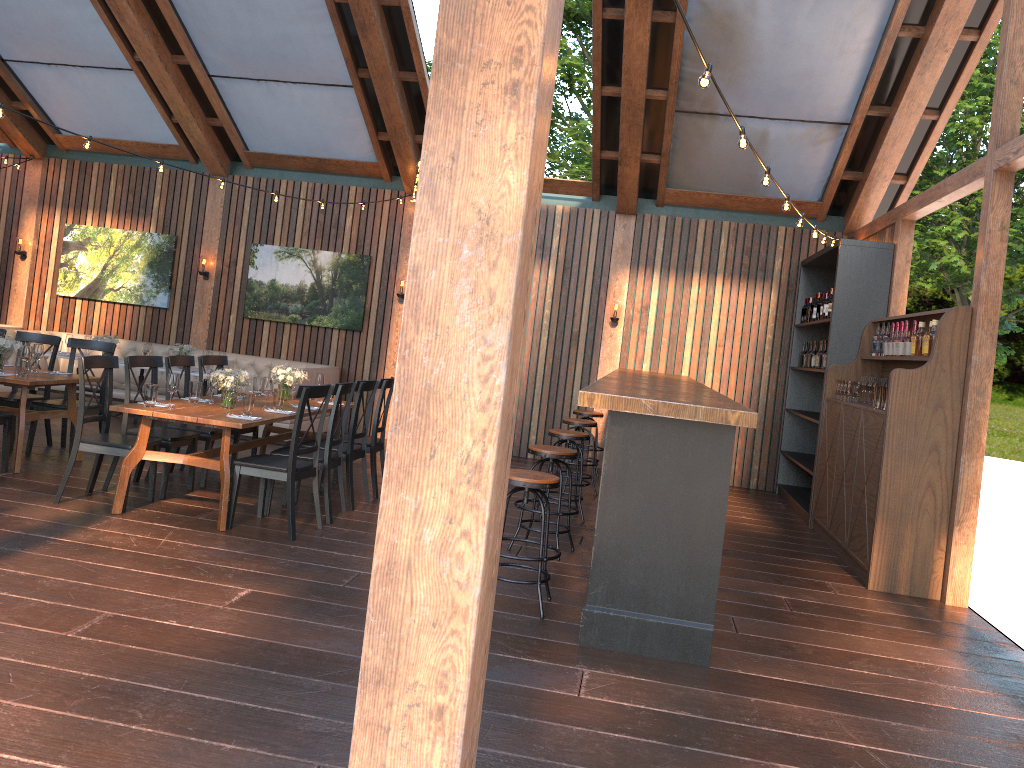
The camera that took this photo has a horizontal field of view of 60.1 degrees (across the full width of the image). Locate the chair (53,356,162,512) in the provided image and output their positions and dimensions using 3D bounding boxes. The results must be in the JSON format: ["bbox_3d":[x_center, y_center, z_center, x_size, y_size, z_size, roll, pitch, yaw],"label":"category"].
[{"bbox_3d":[-2.820,0.332,6.293,0.540,1.021,0.477,7,0,3],"label":"chair"}]

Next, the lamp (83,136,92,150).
[{"bbox_3d":[-3.453,-1.965,7.197,0.056,0.120,0.057,7,0,2],"label":"lamp"}]

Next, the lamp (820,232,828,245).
[{"bbox_3d":[2.800,-1.309,7.942,0.061,0.119,0.056,7,0,8],"label":"lamp"}]

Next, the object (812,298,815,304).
[{"bbox_3d":[3.488,-0.847,10.267,0.078,0.312,0.078,7,-1,4],"label":"object"}]

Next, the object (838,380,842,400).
[{"bbox_3d":[3.062,0.055,8.218,0.070,0.185,0.069,7,0,13],"label":"object"}]

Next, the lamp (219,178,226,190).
[{"bbox_3d":[-2.808,-1.943,8.576,0.059,0.119,0.056,7,0,-12],"label":"lamp"}]

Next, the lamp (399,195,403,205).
[{"bbox_3d":[-1.412,-2.341,11.269,0.065,0.118,0.056,7,0,-32],"label":"lamp"}]

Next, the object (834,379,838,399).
[{"bbox_3d":[3.095,0.049,8.398,0.070,0.185,0.069,7,0,13],"label":"object"}]

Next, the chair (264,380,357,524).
[{"bbox_3d":[-1.499,0.468,6.656,0.540,1.021,0.477,7,0,3],"label":"chair"}]

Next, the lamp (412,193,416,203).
[{"bbox_3d":[-1.127,-2.161,10.257,0.056,0.119,0.061,7,0,24],"label":"lamp"}]

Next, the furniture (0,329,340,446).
[{"bbox_3d":[-4.370,-0.017,11.011,4.161,0.860,1.709,7,2,9],"label":"furniture"}]

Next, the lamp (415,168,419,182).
[{"bbox_3d":[-0.849,-1.887,8.003,0.056,0.120,0.056,7,0,-36],"label":"lamp"}]

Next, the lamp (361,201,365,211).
[{"bbox_3d":[-1.780,-2.140,10.617,0.066,0.118,0.056,7,0,38],"label":"lamp"}]

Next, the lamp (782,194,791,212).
[{"bbox_3d":[1.825,-1.204,5.878,0.056,0.121,0.056,7,0,-23],"label":"lamp"}]

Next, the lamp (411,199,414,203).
[{"bbox_3d":[-1.231,-2.311,11.008,0.056,0.120,0.056,7,0,-31],"label":"lamp"}]

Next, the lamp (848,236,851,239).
[{"bbox_3d":[3.785,-1.614,9.993,0.067,0.118,0.056,7,0,-5],"label":"lamp"}]

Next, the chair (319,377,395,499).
[{"bbox_3d":[-1.334,0.429,7.764,0.540,1.021,0.477,7,0,3],"label":"chair"}]

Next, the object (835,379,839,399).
[{"bbox_3d":[3.075,0.051,8.314,0.070,0.185,0.069,7,0,13],"label":"object"}]

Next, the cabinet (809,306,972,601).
[{"bbox_3d":[3.072,0.423,7.418,0.494,2.094,2.273,7,1,8],"label":"cabinet"}]

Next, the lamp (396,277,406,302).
[{"bbox_3d":[-1.423,-1.222,11.434,0.146,0.320,0.178,7,0,8],"label":"lamp"}]

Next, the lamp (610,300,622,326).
[{"bbox_3d":[1.288,-0.883,11.020,0.146,0.320,0.178,7,0,8],"label":"lamp"}]

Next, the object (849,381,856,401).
[{"bbox_3d":[3.157,0.065,8.239,0.070,0.185,0.069,7,0,13],"label":"object"}]

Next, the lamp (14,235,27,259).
[{"bbox_3d":[-6.810,-1.896,12.258,0.146,0.320,0.178,7,0,8],"label":"lamp"}]

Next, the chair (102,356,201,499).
[{"bbox_3d":[-2.737,0.313,6.846,0.540,1.021,0.477,7,0,8],"label":"chair"}]

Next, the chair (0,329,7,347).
[{"bbox_3d":[-5.043,-0.024,8.119,0.477,1.021,0.539,7,0,3],"label":"chair"}]

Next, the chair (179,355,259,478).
[{"bbox_3d":[-2.572,0.274,7.954,0.540,1.021,0.477,7,0,8],"label":"chair"}]

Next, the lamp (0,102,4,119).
[{"bbox_3d":[-3.766,-2.014,6.515,0.056,0.121,0.056,7,0,23],"label":"lamp"}]

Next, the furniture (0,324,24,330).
[{"bbox_3d":[-8.812,-0.573,11.691,4.161,0.860,1.709,7,2,9],"label":"furniture"}]

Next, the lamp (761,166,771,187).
[{"bbox_3d":[1.494,-1.219,5.198,0.056,0.121,0.056,7,0,-29],"label":"lamp"}]

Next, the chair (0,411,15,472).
[{"bbox_3d":[-4.128,0.157,6.704,0.478,1.021,0.539,7,0,8],"label":"chair"}]

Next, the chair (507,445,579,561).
[{"bbox_3d":[0.255,0.831,6.373,0.469,0.736,0.466,7,0,32],"label":"chair"}]

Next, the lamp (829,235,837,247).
[{"bbox_3d":[3.131,-1.390,8.627,0.062,0.119,0.056,7,0,14],"label":"lamp"}]

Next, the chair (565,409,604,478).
[{"bbox_3d":[0.860,0.689,10.429,0.469,0.736,0.467,7,0,15],"label":"chair"}]

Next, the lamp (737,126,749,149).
[{"bbox_3d":[1.181,-1.256,4.509,0.056,0.121,0.056,7,0,-26],"label":"lamp"}]

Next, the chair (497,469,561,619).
[{"bbox_3d":[0.053,0.879,5.021,0.467,0.736,0.468,7,0,-4],"label":"chair"}]

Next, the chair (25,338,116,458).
[{"bbox_3d":[-3.942,0.113,7.951,0.478,1.021,0.539,7,0,8],"label":"chair"}]

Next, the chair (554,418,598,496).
[{"bbox_3d":[0.658,0.737,9.077,0.467,0.736,0.468,7,0,-8],"label":"chair"}]

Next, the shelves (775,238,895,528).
[{"bbox_3d":[3.443,-0.020,9.637,0.502,2.831,2.201,7,1,8],"label":"shelves"}]

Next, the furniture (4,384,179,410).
[{"bbox_3d":[-4.565,0.250,9.910,2.330,0.399,0.312,7,1,9],"label":"furniture"}]

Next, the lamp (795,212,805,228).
[{"bbox_3d":[2.138,-1.215,6.568,0.056,0.119,0.059,7,0,-19],"label":"lamp"}]

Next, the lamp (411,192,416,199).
[{"bbox_3d":[-1.051,-2.047,9.510,0.059,0.119,0.057,7,0,-38],"label":"lamp"}]

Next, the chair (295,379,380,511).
[{"bbox_3d":[-1.416,0.448,7.211,0.540,1.021,0.477,7,0,8],"label":"chair"}]

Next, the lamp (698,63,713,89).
[{"bbox_3d":[0.838,-1.338,3.832,0.056,0.118,0.064,7,0,11],"label":"lamp"}]

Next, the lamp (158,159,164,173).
[{"bbox_3d":[-3.126,-1.942,7.891,0.056,0.121,0.056,7,0,-23],"label":"lamp"}]

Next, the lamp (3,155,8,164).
[{"bbox_3d":[-6.865,-3.040,12.002,0.056,0.121,0.056,7,0,30],"label":"lamp"}]

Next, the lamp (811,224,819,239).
[{"bbox_3d":[2.485,-1.247,7.247,0.056,0.121,0.056,7,0,41],"label":"lamp"}]

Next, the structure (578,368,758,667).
[{"bbox_3d":[1.178,0.602,7.631,0.857,1.274,6.801,7,3,8],"label":"structure"}]

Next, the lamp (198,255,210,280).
[{"bbox_3d":[-4.125,-1.560,11.848,0.146,0.320,0.178,7,0,8],"label":"lamp"}]

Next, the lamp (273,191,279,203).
[{"bbox_3d":[-2.465,-1.957,9.257,0.056,0.121,0.056,7,0,42],"label":"lamp"}]

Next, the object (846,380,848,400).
[{"bbox_3d":[3.160,0.061,8.326,0.070,0.185,0.069,7,0,13],"label":"object"}]

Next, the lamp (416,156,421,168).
[{"bbox_3d":[-0.751,-1.829,7.242,0.056,0.120,0.056,7,0,14],"label":"lamp"}]

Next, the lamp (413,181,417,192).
[{"bbox_3d":[-0.952,-1.957,8.757,0.056,0.120,0.056,7,0,-32],"label":"lamp"}]

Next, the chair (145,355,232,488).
[{"bbox_3d":[-2.654,0.293,7.400,0.540,1.021,0.477,7,0,3],"label":"chair"}]

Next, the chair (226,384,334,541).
[{"bbox_3d":[-1.582,0.487,6.103,0.540,1.021,0.476,7,0,13],"label":"chair"}]

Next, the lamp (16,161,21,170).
[{"bbox_3d":[-6.664,-2.947,11.947,0.056,0.119,0.062,7,0,-8],"label":"lamp"}]

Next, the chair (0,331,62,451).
[{"bbox_3d":[-4.493,0.045,8.035,0.478,1.021,0.538,7,0,13],"label":"chair"}]

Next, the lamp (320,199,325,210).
[{"bbox_3d":[-2.124,-2.014,9.941,0.056,0.121,0.056,7,0,24],"label":"lamp"}]

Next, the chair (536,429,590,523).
[{"bbox_3d":[0.457,0.784,7.725,0.467,0.736,0.469,7,0,-16],"label":"chair"}]
